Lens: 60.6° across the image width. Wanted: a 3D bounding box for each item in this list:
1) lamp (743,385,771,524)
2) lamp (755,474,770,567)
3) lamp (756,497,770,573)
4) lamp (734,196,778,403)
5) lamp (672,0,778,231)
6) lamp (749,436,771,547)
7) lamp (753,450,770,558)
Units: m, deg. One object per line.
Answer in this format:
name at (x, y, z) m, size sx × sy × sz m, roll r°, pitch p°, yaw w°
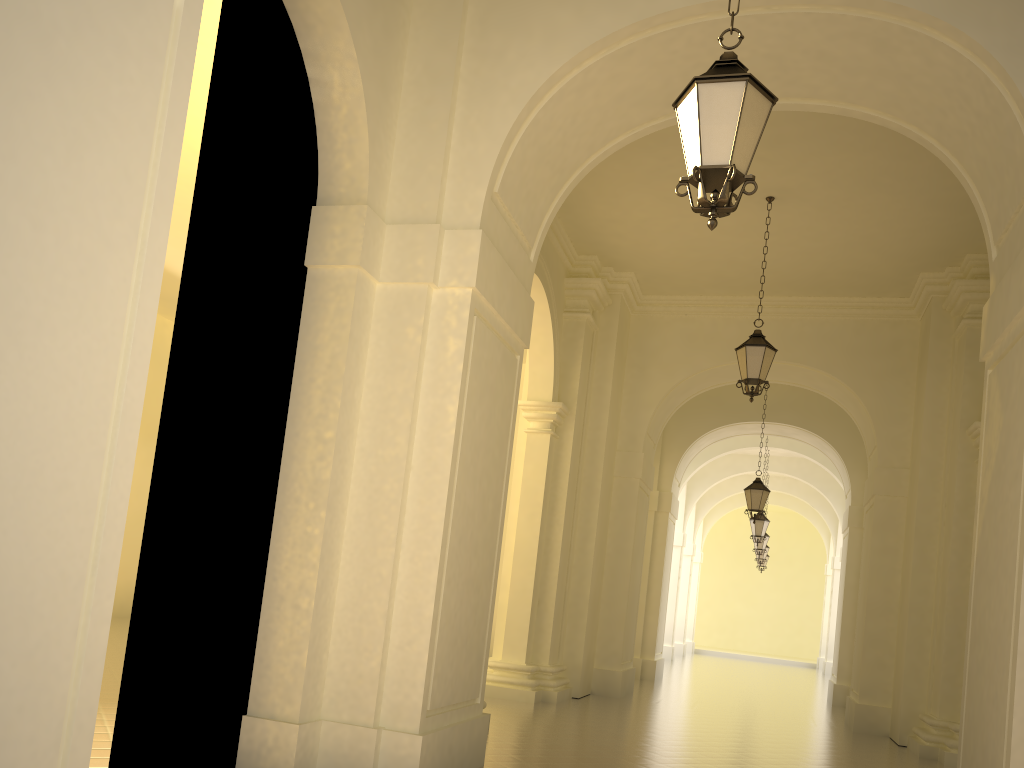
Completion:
lamp at (4.770, 1.041, 16.717) m, size 0.444 × 3.264 × 0.515 m, roll 8°, pitch -5°, yaw -12°
lamp at (8.340, 4.393, 28.902) m, size 0.508 × 3.264 × 0.450 m, roll 5°, pitch -5°, yaw 17°
lamp at (9.403, 5.391, 32.530) m, size 0.508 × 3.264 × 0.450 m, roll 5°, pitch -5°, yaw 17°
lamp at (3.009, -1.025, 10.593) m, size 0.518 × 2.530 × 0.441 m, roll 11°, pitch -7°, yaw -42°
lamp at (1.152, -2.355, 4.370) m, size 0.444 × 3.264 × 0.515 m, roll 8°, pitch -5°, yaw -12°
lamp at (6.181, 2.367, 21.535) m, size 0.508 × 3.264 × 0.450 m, roll 5°, pitch -5°, yaw 17°
lamp at (7.270, 3.389, 25.252) m, size 0.508 × 3.264 × 0.450 m, roll 5°, pitch -5°, yaw 17°
